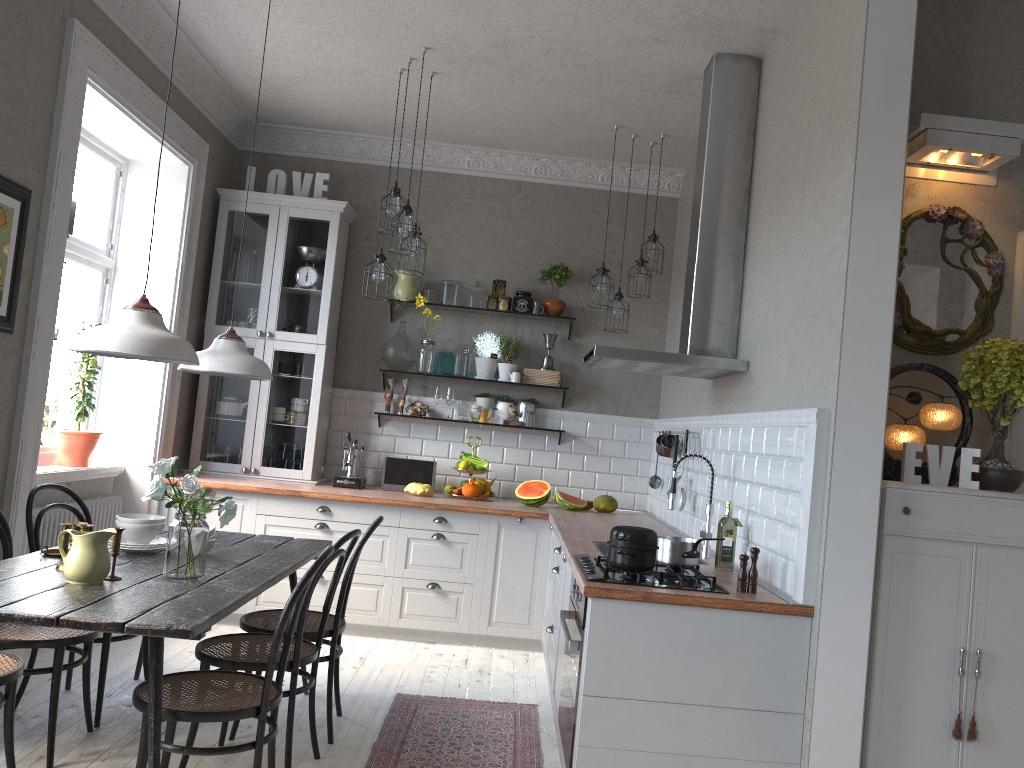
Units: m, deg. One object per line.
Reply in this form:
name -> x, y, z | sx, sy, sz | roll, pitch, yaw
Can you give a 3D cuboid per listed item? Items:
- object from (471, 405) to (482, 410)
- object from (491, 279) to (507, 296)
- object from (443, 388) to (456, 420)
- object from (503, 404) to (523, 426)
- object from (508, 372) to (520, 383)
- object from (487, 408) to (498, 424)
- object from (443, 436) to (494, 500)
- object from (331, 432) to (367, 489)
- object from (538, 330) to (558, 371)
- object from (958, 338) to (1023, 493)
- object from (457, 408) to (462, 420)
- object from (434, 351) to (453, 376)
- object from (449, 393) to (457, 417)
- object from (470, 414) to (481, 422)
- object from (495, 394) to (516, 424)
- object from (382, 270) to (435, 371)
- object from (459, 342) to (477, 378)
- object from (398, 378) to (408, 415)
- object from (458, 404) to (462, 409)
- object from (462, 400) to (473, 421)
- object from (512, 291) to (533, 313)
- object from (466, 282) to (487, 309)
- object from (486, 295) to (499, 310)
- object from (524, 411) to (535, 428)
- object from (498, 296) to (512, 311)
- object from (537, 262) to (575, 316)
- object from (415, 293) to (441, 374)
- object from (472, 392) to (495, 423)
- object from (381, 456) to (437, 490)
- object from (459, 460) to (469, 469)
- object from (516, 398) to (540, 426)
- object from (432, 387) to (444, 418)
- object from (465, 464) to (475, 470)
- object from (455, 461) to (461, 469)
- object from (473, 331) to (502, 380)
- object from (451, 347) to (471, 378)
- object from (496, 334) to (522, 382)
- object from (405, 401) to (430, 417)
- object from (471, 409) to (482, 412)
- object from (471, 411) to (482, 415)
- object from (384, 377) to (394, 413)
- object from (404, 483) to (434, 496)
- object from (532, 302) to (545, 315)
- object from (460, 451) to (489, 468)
object -> -0.245, 0.176, 6.118 | 0.078, 0.051, 0.076 | 6, -3, -15
object -> -0.091, -0.671, 6.223 | 0.084, 0.113, 0.081 | 7, -3, -21
object -> -0.430, 0.135, 6.122 | 0.083, 0.217, 0.081 | 7, -3, -15
object -> 0.018, 0.219, 6.175 | 0.121, 0.147, 0.099 | 8, -4, -33
object -> 0.026, -0.045, 6.148 | 0.104, 0.071, 0.064 | 4, -4, 29
object -> -0.134, 0.221, 6.176 | 0.078, 0.108, 0.077 | 6, -3, -8
object -> -0.273, 0.564, 5.994 | 0.356, 0.426, 0.348 | 7, -3, -16
object -> -1.077, 0.507, 5.910 | 0.206, 0.370, 0.353 | 6, -3, 0
object -> 0.261, -0.234, 6.257 | 0.132, 0.288, 0.129 | 7, -3, -16
object -> 1.774, 0.110, 3.197 | 0.291, 0.553, 0.347 | 4, -4, 33
object -> -0.349, 0.216, 6.230 | 0.077, 0.083, 0.079 | 5, -3, 17
object -> -0.478, -0.138, 6.246 | 0.126, 0.172, 0.126 | 6, -3, 2
object -> -0.433, 0.140, 6.212 | 0.083, 0.217, 0.081 | 7, -3, -15
object -> -0.251, 0.235, 6.115 | 0.078, 0.051, 0.077 | 6, -3, -8
object -> -0.053, 0.182, 6.261 | 0.170, 0.214, 0.150 | 4, -4, 28
object -> -0.767, -0.427, 6.148 | 0.340, 0.674, 0.331 | 8, -4, -33
object -> -0.327, -0.165, 6.315 | 0.131, 0.264, 0.132 | 5, -3, 4
object -> -0.756, 0.086, 6.189 | 0.052, 0.264, 0.063 | 3, -4, 35
object -> -0.345, 0.183, 6.232 | 0.077, 0.083, 0.079 | 5, -3, 17
object -> -0.315, 0.187, 6.158 | 0.080, 0.139, 0.077 | 7, -4, -28
object -> 0.076, -0.570, 6.284 | 0.142, 0.174, 0.142 | 6, -3, -1
object -> -0.251, -0.622, 6.327 | 0.143, 0.220, 0.137 | 8, -4, -42
object -> -0.136, -0.563, 6.228 | 0.083, 0.113, 0.082 | 6, -3, -1
object -> 0.125, 0.245, 6.160 | 0.078, 0.108, 0.077 | 6, -3, -8
object -> -0.049, -0.554, 6.227 | 0.082, 0.113, 0.083 | 5, -3, 9
object -> 0.320, -0.660, 6.253 | 0.257, 0.397, 0.244 | 4, -3, 23
object -> -0.599, -0.344, 6.107 | 0.193, 0.540, 0.279 | 6, -3, -9
object -> -0.208, 0.162, 6.247 | 0.159, 0.217, 0.153 | 7, -3, -21
object -> -0.697, 0.621, 6.008 | 0.352, 0.226, 0.088 | 6, -3, -2
object -> -0.320, 0.543, 5.923 | 0.058, 0.069, 0.080 | 5, -3, 19
object -> 0.111, 0.201, 6.276 | 0.159, 0.213, 0.152 | 6, -3, -4
object -> -0.519, 0.131, 6.212 | 0.083, 0.217, 0.081 | 7, -3, -15
object -> -0.281, 0.570, 5.939 | 0.063, 0.061, 0.066 | 6, -3, -1
object -> -0.337, 0.561, 5.996 | 0.097, 0.078, 0.100 | 6, -3, -14
object -> -0.159, -0.199, 6.264 | 0.242, 0.354, 0.237 | 5, -3, 17
object -> -0.352, -0.147, 6.163 | 0.123, 0.206, 0.126 | 4, -3, 21
object -> -0.025, -0.200, 6.218 | 0.188, 0.380, 0.166 | 8, -4, -40
object -> -0.660, 0.170, 6.164 | 0.179, 0.111, 0.095 | 7, -3, -24
object -> -0.248, 0.201, 6.117 | 0.076, 0.051, 0.078 | 5, -3, 18
object -> -0.250, 0.218, 6.116 | 0.078, 0.051, 0.077 | 6, -3, -8
object -> -0.861, 0.077, 6.200 | 0.054, 0.264, 0.060 | 8, -4, -30
object -> -0.606, 0.691, 5.806 | 0.197, 0.083, 0.189 | 6, -3, -1
object -> 0.184, -0.525, 6.188 | 0.093, 0.096, 0.074 | 6, -3, -1
object -> -0.253, 0.508, 5.972 | 0.210, 0.101, 0.067 | 5, -3, 4
